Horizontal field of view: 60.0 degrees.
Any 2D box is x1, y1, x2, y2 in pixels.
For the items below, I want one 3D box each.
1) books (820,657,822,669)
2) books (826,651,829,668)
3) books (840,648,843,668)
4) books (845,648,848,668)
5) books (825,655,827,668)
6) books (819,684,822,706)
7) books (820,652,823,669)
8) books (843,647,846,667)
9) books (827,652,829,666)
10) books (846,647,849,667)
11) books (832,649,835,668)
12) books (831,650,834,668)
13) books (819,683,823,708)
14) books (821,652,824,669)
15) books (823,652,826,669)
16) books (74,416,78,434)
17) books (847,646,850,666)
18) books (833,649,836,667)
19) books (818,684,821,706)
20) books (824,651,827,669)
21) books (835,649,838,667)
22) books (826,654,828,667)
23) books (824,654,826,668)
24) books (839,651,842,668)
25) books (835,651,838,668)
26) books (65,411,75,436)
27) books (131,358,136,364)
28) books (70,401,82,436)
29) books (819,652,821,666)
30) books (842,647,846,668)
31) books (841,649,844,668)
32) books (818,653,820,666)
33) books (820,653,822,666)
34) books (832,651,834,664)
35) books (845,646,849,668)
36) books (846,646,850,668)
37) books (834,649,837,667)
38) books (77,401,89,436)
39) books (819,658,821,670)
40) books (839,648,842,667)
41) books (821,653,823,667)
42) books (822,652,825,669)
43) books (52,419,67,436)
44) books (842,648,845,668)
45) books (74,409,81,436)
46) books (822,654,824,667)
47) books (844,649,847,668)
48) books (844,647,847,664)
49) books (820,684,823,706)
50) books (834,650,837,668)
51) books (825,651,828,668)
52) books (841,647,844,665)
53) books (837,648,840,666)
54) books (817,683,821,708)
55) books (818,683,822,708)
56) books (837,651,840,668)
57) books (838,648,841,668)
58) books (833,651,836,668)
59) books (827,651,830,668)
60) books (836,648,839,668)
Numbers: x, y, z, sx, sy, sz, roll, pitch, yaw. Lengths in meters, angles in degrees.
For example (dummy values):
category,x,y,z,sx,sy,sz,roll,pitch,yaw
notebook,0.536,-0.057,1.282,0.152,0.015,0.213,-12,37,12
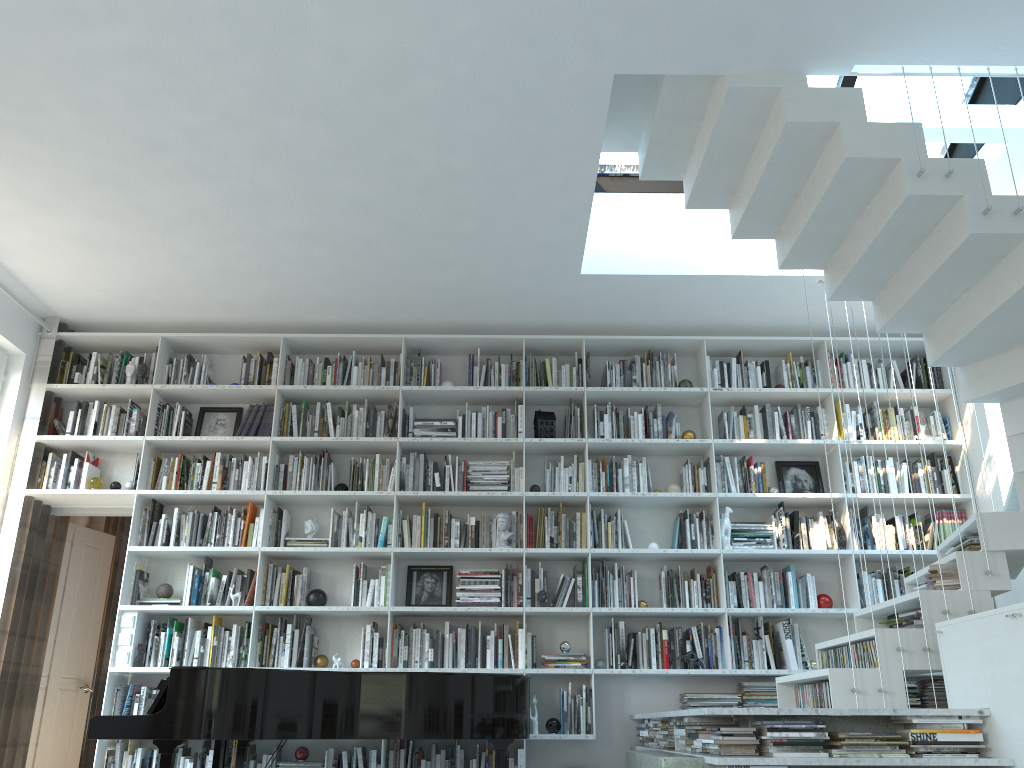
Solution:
category,x,y,z,sx,sy,sz,roll,pitch,yaw
books,1.716,1.501,4.745,0.125,0.125,0.008,0,-21,0
books,1.717,1.463,4.647,0.125,0.125,0.008,0,-21,0
books,1.718,1.389,4.453,0.125,0.125,0.014,0,-21,0
books,1.719,1.364,4.390,0.125,0.125,0.008,0,-21,0
books,1.717,1.472,4.668,0.125,0.124,0.007,0,-21,0
books,1.570,1.527,4.333,0.125,0.125,0.008,0,-21,0
books,1.716,1.496,4.731,0.125,0.125,0.008,0,-21,0
books,1.719,1.373,4.413,0.125,0.125,0.010,0,-21,0
books,1.717,1.460,4.638,0.125,0.125,0.010,0,-21,0
books,1.719,1.359,4.376,0.125,0.125,0.008,0,-21,0
books,1.718,1.429,4.559,0.125,0.125,0.008,0,-21,0
books,1.717,1.435,4.573,0.125,0.125,0.008,0,-21,0
books,1.570,1.525,4.326,0.125,0.125,0.008,0,-21,0
books,1.716,1.490,4.717,0.125,0.124,0.007,0,-21,0
books,1.716,1.481,4.693,0.125,0.125,0.012,0,-21,0
books,-2.977,0.335,6.127,0.024,0.191,0.138,0,-21,0
books,1.719,1.353,4.362,0.125,0.125,0.008,0,-21,0
books,1.718,1.423,4.544,0.125,0.124,0.007,0,-21,0
books,1.570,1.532,4.346,0.125,0.125,0.008,0,-21,0
books,1.717,1.474,4.675,0.125,0.124,0.007,0,-21,0
books,1.718,1.413,4.516,0.125,0.125,0.008,0,-21,0
books,1.717,1.466,4.654,0.125,0.125,0.008,0,-21,0
books,1.716,1.477,4.683,0.125,0.125,0.008,0,-21,0
books,1.718,1.396,4.473,0.125,0.124,0.007,0,-21,0
books,1.718,1.415,4.523,0.125,0.125,0.008,0,-21,0
books,-3.018,0.318,6.118,0.034,0.217,0.167,0,-21,0
books,-2.650,-0.039,6.242,0.025,0.243,0.168,0,-21,0
books,-2.994,0.282,6.134,0.011,0.295,0.163,0,-21,0
books,1.716,1.504,4.753,0.125,0.125,0.009,0,-21,0
books,1.719,1.376,4.421,0.125,0.124,0.007,0,-21,0
books,1.718,1.384,4.443,0.125,0.125,0.010,0,-21,0
books,1.716,1.510,4.768,0.125,0.125,0.009,0,-21,0
books,1.716,1.498,4.738,0.125,0.124,0.007,0,-21,0
books,1.717,1.432,4.566,0.125,0.125,0.008,0,-21,0
books,1.719,1.361,4.383,0.125,0.125,0.008,0,-21,0
books,1.719,1.356,4.369,0.125,0.124,0.007,0,-21,0
books,1.718,1.418,4.530,0.125,0.124,0.007,0,-21,0
books,-2.931,0.282,6.114,0.023,0.281,0.186,0,-21,0
books,1.716,1.507,4.760,0.125,0.125,0.008,0,-21,0
books,1.718,1.393,4.464,0.125,0.125,0.010,0,-21,0
books,1.716,1.493,4.724,0.125,0.125,0.009,0,-21,0
books,1.716,1.484,4.702,0.125,0.125,0.010,0,-21,0
books,-3.095,0.340,6.120,0.121,0.175,0.130,0,-21,0
books,1.719,1.379,4.428,0.125,0.124,0.007,0,-21,0
books,-2.953,0.309,6.109,0.022,0.227,0.172,0,-21,0
books,1.716,1.488,4.710,0.125,0.125,0.008,0,-21,0
books,1.719,1.369,4.404,0.125,0.125,0.008,0,-21,0
books,1.719,1.366,4.396,0.125,0.125,0.008,0,-21,0
books,1.570,1.522,4.319,0.125,0.124,0.007,0,-21,0
books,1.718,1.421,4.537,0.125,0.124,0.007,0,-21,0
books,1.717,1.469,4.661,0.125,0.124,0.007,0,-21,0
books,1.719,1.381,4.435,0.125,0.124,0.007,0,-21,0
books,1.718,1.403,4.490,0.125,0.125,0.011,0,-21,0
books,1.570,1.535,4.354,0.125,0.125,0.008,0,-21,0
books,1.570,1.530,4.339,0.125,0.125,0.008,0,-21,0
books,1.718,1.407,4.500,0.125,0.125,0.012,0,-21,0
books,1.718,1.400,4.482,0.125,0.125,0.009,0,-21,0
books,1.718,1.426,4.551,0.125,0.125,0.008,0,-21,0
books,1.717,1.456,4.628,0.125,0.125,0.010,0,-21,0
books,1.718,1.410,4.510,0.125,0.125,0.008,0,-21,0
